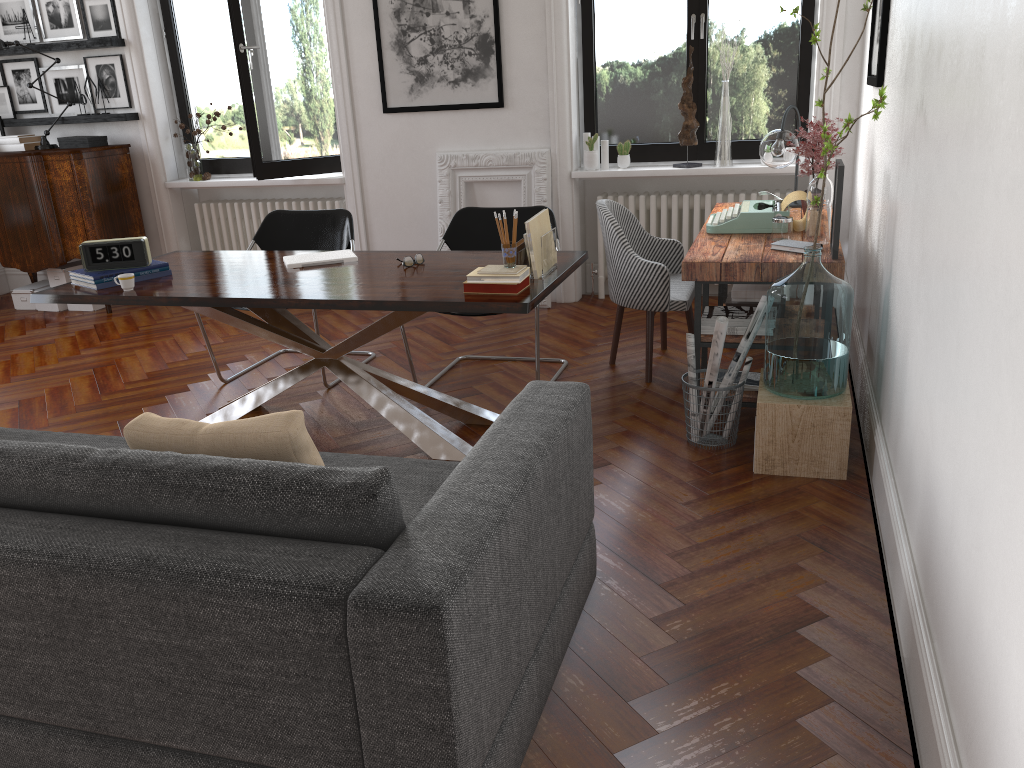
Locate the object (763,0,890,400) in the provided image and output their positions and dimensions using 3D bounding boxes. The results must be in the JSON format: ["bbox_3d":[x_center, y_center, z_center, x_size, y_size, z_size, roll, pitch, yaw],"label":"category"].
[{"bbox_3d":[1.125,-0.904,3.002,0.353,2.072,0.802,-4,20,-1],"label":"object"}]

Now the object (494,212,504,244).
[{"bbox_3d":[-0.040,-0.556,3.368,0.049,0.194,0.008,4,21,21],"label":"object"}]

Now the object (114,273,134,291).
[{"bbox_3d":[-1.638,-0.432,3.766,0.082,0.065,0.064,11,24,36],"label":"object"}]

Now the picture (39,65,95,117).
[{"bbox_3d":[-3.455,-2.276,6.894,0.433,0.367,0.020,3,21,17],"label":"picture"}]

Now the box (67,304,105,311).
[{"bbox_3d":[-3.306,-0.699,7.059,0.244,0.178,0.391,3,20,17],"label":"box"}]

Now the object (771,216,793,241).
[{"bbox_3d":[1.237,-0.711,4.059,0.093,0.102,0.092,0,20,9],"label":"object"}]

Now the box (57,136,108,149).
[{"bbox_3d":[-3.259,-1.839,6.738,0.282,0.087,0.207,3,20,17],"label":"box"}]

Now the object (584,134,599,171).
[{"bbox_3d":[0.533,-1.564,5.969,0.102,0.246,0.097,-5,20,-4],"label":"object"}]

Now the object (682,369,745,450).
[{"bbox_3d":[0.852,0.119,3.770,0.260,0.307,0.259,-9,20,-17],"label":"object"}]

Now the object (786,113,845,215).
[{"bbox_3d":[1.578,-1.151,4.623,0.308,0.532,0.288,-13,22,-25],"label":"object"}]

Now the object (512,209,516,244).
[{"bbox_3d":[0.006,-0.564,3.375,0.032,0.197,0.008,-13,22,-26],"label":"object"}]

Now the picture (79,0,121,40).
[{"bbox_3d":[-3.067,-2.726,6.600,0.289,0.305,0.020,3,21,17],"label":"picture"}]

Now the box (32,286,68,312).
[{"bbox_3d":[-3.580,-0.701,7.112,0.244,0.178,0.392,5,20,22],"label":"box"}]

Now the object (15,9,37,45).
[{"bbox_3d":[-3.706,-2.711,6.746,0.174,0.262,0.040,3,21,17],"label":"object"}]

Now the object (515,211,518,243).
[{"bbox_3d":[0.012,-0.556,3.351,0.038,0.196,0.008,15,26,41],"label":"object"}]

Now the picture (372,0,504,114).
[{"bbox_3d":[-0.513,-2.507,5.879,0.882,1.332,0.035,3,21,17],"label":"picture"}]

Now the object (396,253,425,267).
[{"bbox_3d":[-0.449,-0.560,3.971,0.114,0.048,0.132,-10,20,-18],"label":"object"}]

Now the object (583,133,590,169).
[{"bbox_3d":[0.515,-1.598,6.079,0.051,0.240,0.051,-18,24,-35],"label":"object"}]

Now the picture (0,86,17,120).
[{"bbox_3d":[-4.116,-2.244,7.090,0.299,0.255,0.020,3,21,17],"label":"picture"}]

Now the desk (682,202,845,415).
[{"bbox_3d":[1.303,-0.431,4.570,0.647,0.763,1.786,3,20,17],"label":"desk"}]

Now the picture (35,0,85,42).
[{"bbox_3d":[-3.420,-2.812,6.681,0.369,0.411,0.020,3,21,17],"label":"picture"}]

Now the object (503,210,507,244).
[{"bbox_3d":[-0.021,-0.564,3.385,0.008,0.194,0.049,-8,20,-12],"label":"object"}]

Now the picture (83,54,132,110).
[{"bbox_3d":[-3.088,-2.301,6.770,0.343,0.387,0.020,3,21,17],"label":"picture"}]

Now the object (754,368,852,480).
[{"bbox_3d":[1.168,0.158,3.578,0.341,0.319,0.432,3,20,17],"label":"object"}]

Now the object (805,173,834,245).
[{"bbox_3d":[1.352,-0.771,3.903,0.111,0.304,0.111,-17,24,-33],"label":"object"}]

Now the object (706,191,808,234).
[{"bbox_3d":[1.238,-0.878,4.461,0.484,0.150,0.531,2,20,16],"label":"object"}]

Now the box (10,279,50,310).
[{"bbox_3d":[-3.836,-0.723,7.219,0.209,0.178,0.391,1,19,12],"label":"box"}]

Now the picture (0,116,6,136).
[{"bbox_3d":[-4.117,-1.988,7.041,0.213,0.259,0.020,3,21,17],"label":"picture"}]

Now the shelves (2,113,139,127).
[{"bbox_3d":[-3.599,-2.061,6.946,1.514,0.056,0.155,3,20,17],"label":"shelves"}]

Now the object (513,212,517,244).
[{"bbox_3d":[0.007,-0.551,3.342,0.008,0.195,0.044,-20,26,-39],"label":"object"}]

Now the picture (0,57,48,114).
[{"bbox_3d":[-3.854,-2.347,6.995,0.373,0.409,0.020,3,21,17],"label":"picture"}]

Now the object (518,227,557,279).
[{"bbox_3d":[0.083,-0.538,3.627,0.149,0.167,0.227,3,20,17],"label":"object"}]

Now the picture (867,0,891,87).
[{"bbox_3d":[1.694,-1.792,4.041,0.050,0.821,0.630,3,20,17],"label":"picture"}]

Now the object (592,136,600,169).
[{"bbox_3d":[0.573,-1.577,6.047,0.051,0.214,0.051,-18,24,-35],"label":"object"}]

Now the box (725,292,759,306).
[{"bbox_3d":[1.437,-0.471,5.252,0.317,0.083,0.294,3,20,17],"label":"box"}]

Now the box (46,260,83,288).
[{"bbox_3d":[-3.441,-0.870,7.037,0.209,0.178,0.392,7,21,26],"label":"box"}]

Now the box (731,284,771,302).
[{"bbox_3d":[1.434,-0.544,5.229,0.256,0.067,0.236,3,20,17],"label":"box"}]

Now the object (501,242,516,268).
[{"bbox_3d":[-0.010,-0.492,3.382,0.058,0.091,0.058,-2,20,5],"label":"object"}]

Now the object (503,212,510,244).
[{"bbox_3d":[-0.016,-0.548,3.333,0.008,0.196,0.036,8,23,28],"label":"object"}]

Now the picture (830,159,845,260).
[{"bbox_3d":[1.341,-0.725,3.660,0.023,0.372,0.280,3,20,17],"label":"picture"}]

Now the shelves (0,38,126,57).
[{"bbox_3d":[-3.627,-2.556,6.767,1.514,0.056,0.157,3,20,17],"label":"shelves"}]

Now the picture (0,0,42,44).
[{"bbox_3d":[-3.830,-2.811,6.812,0.415,0.370,0.020,3,21,17],"label":"picture"}]

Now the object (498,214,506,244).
[{"bbox_3d":[-0.029,-0.547,3.337,0.008,0.194,0.049,14,26,39],"label":"object"}]

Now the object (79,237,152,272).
[{"bbox_3d":[-1.755,-0.575,3.927,0.275,0.126,0.081,-6,20,-8],"label":"object"}]

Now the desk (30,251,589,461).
[{"bbox_3d":[-0.840,-0.142,4.055,2.225,0.756,1.023,3,20,17],"label":"desk"}]
